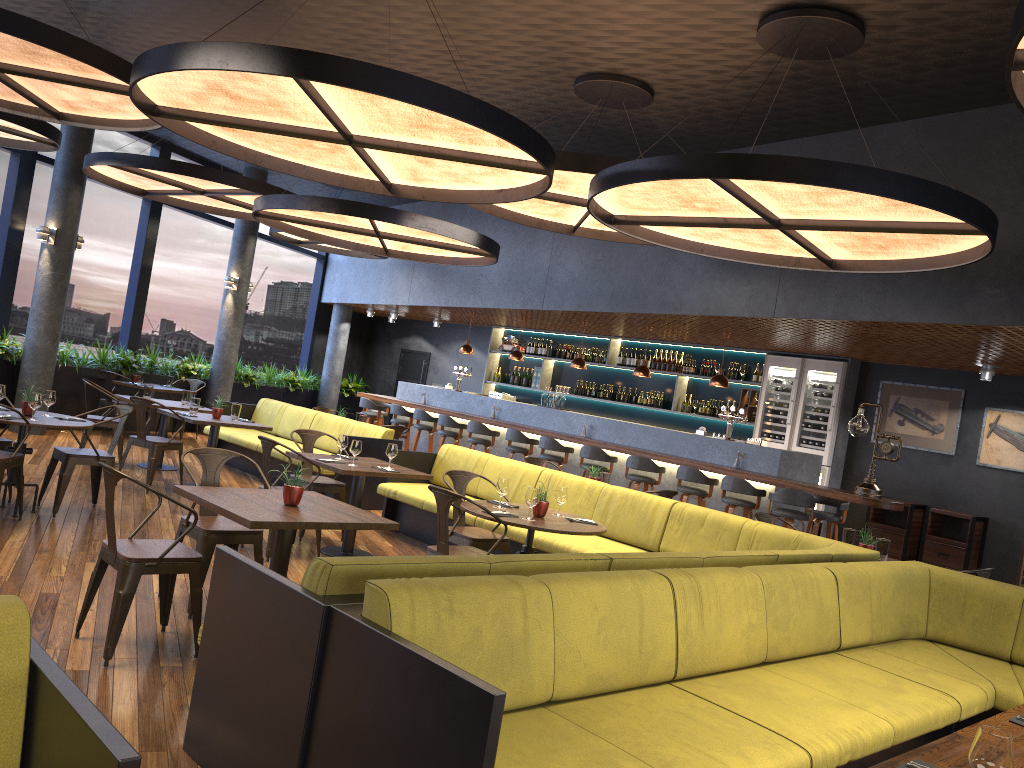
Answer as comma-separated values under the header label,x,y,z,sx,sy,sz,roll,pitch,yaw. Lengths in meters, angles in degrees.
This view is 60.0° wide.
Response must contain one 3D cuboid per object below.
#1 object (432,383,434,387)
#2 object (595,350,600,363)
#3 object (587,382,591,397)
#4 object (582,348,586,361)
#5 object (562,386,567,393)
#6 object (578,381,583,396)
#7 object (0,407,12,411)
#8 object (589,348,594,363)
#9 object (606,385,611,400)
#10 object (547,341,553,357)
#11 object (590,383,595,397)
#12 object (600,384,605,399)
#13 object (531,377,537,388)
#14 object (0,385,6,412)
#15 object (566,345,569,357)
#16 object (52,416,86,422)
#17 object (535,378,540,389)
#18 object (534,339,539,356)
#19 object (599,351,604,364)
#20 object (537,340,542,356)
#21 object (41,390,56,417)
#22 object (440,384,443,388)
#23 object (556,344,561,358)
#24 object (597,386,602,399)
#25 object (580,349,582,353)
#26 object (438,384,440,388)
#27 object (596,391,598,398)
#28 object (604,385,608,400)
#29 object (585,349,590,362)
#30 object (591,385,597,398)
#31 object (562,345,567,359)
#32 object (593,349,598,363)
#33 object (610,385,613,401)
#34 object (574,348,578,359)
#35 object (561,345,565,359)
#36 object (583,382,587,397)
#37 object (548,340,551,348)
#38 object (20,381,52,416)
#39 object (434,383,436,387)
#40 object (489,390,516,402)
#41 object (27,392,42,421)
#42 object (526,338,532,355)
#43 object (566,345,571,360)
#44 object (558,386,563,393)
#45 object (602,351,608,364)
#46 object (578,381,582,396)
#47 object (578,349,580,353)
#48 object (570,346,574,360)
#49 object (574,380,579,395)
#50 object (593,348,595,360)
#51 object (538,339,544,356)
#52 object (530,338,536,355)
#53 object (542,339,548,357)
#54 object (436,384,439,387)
label,x,y,z,sx,sy,sz,roll,pitch,yaw
object,-1.384,0.014,15.534,0.042,0.059,0.042,9,0,44
object,1.429,-0.453,14.739,0.068,0.217,0.068,9,0,31
object,1.302,0.095,14.906,0.063,0.254,0.063,9,0,-16
object,1.215,-0.490,15.009,0.088,0.224,0.088,9,0,41
object,0.908,0.099,15.288,0.084,0.119,0.084,9,0,1
object,1.168,0.073,14.966,0.063,0.254,0.063,9,0,34
object,-4.081,0.194,7.101,0.255,0.019,0.157,9,0,25
object,1.343,-0.484,14.881,0.063,0.254,0.063,9,0,4
object,1.592,0.141,14.540,0.063,0.254,0.063,9,0,-1
object,0.671,-0.603,15.574,0.083,0.301,0.083,10,0,-36
object,1.363,0.106,14.970,0.063,0.254,0.063,9,0,19
object,1.504,0.127,14.644,0.063,0.254,0.063,10,0,-26
object,0.415,-0.016,15.774,0.080,0.192,0.098,10,0,-44
object,-4.017,0.109,6.935,0.097,0.206,0.097,9,0,-2
object,0.963,-0.545,15.406,0.063,0.254,0.063,9,0,19
object,-3.584,0.277,7.149,0.157,0.019,0.255,9,0,45
object,0.483,-0.005,15.701,0.080,0.192,0.098,10,0,-44
object,0.452,-0.656,15.937,0.085,0.310,0.086,10,0,-33
object,1.501,-0.441,14.798,0.068,0.217,0.068,10,0,-39
object,0.517,-0.645,15.865,0.085,0.310,0.086,9,0,-16
object,-3.740,0.156,7.162,0.097,0.206,0.097,9,0,18
object,-1.250,0.037,15.669,0.042,0.059,0.042,9,0,44
object,0.813,-0.569,15.404,0.063,0.254,0.063,9,0,29
object,1.479,0.139,14.826,0.088,0.224,0.088,9,0,21
object,1.169,-0.493,15.151,0.068,0.217,0.068,10,0,-24
object,-1.286,0.030,15.635,0.042,0.059,0.042,9,0,44
object,1.396,0.126,14.882,0.088,0.224,0.088,9,0,11
object,1.567,0.138,14.694,0.063,0.254,0.063,9,0,-11
object,1.297,-0.476,15.076,0.088,0.224,0.088,9,0,41
object,1.379,0.122,14.769,0.088,0.224,0.088,10,0,-29
object,0.912,-0.553,15.340,0.063,0.254,0.063,9,0,19
object,1.415,-0.472,14.933,0.063,0.254,0.063,9,0,-16
object,1.636,0.149,14.613,0.063,0.254,0.063,9,0,19
object,1.097,-0.506,15.093,0.068,0.217,0.068,9,0,36
object,0.898,-0.555,15.470,0.063,0.254,0.063,9,0,24
object,1.246,0.087,15.025,0.063,0.254,0.063,9,0,4
object,0.659,-0.623,15.721,0.085,0.310,0.086,9,0,-3
object,-3.771,0.114,6.962,0.260,0.271,0.238,9,0,-5
object,-1.349,0.020,15.566,0.042,0.059,0.042,9,0,44
object,-0.269,0.417,16.218,0.550,0.569,0.355,10,0,-44
object,-3.628,0.172,6.738,0.097,0.206,0.097,10,0,-37
object,0.321,-0.677,15.944,0.085,0.310,0.086,9,0,-10
object,0.983,-0.542,15.238,0.063,0.254,0.063,10,0,-26
object,0.849,0.090,15.351,0.084,0.119,0.084,9,0,1
object,1.550,-0.437,14.652,0.088,0.224,0.088,10,0,-29
object,1.162,0.073,15.115,0.063,0.254,0.063,9,0,39
object,1.132,-0.499,15.229,0.068,0.217,0.068,10,0,-39
object,1.037,-0.532,15.339,0.063,0.254,0.063,9,0,-6
object,1.099,0.062,15.039,0.063,0.254,0.063,9,0,19
object,1.375,-0.478,15.012,0.063,0.254,0.063,10,0,-36
object,0.523,-0.645,15.731,0.085,0.310,0.086,10,0,-25
object,0.382,-0.668,15.875,0.085,0.310,0.086,9,0,-16
object,0.592,-0.634,15.655,0.085,0.310,0.086,9,0,-10
object,-1.310,0.026,15.590,0.042,0.059,0.042,9,0,44
